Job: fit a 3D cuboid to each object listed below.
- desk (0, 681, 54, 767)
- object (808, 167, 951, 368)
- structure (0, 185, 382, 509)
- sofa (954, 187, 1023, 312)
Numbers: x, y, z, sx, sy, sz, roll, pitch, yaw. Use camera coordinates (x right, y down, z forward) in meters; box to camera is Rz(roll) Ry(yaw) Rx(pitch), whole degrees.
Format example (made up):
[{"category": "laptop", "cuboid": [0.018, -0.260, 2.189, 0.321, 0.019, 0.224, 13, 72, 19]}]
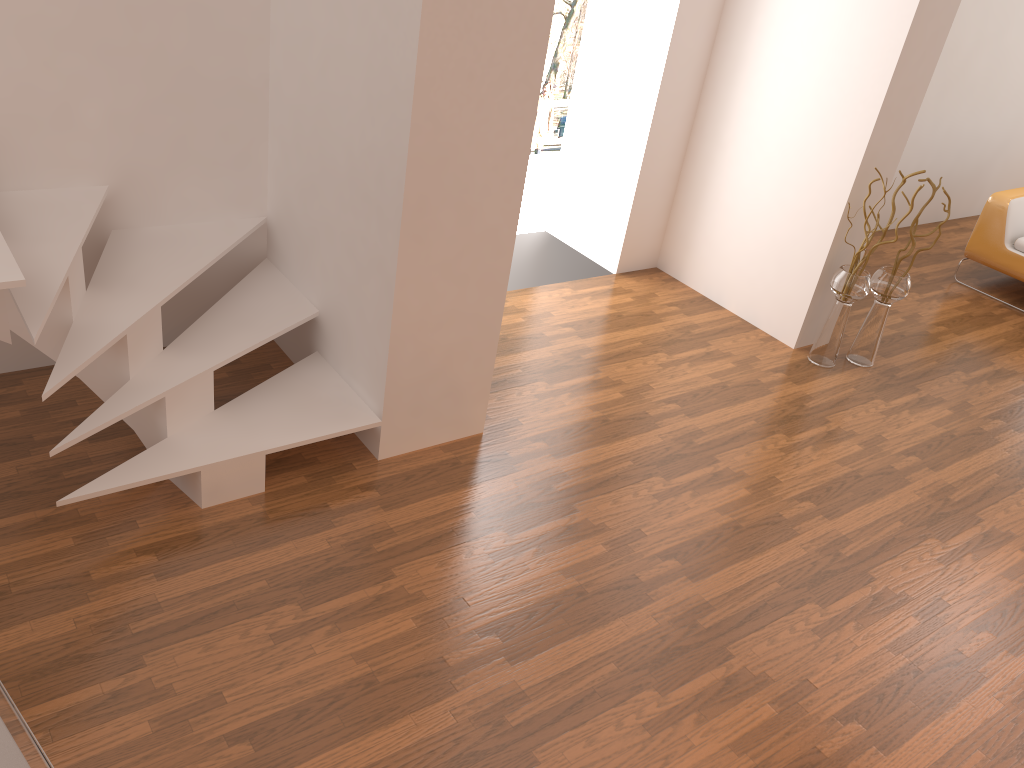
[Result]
[{"category": "desk", "cuboid": [-0.884, 1.251, 1.015, 2.239, 0.750, 1.092, 33, 37, 33]}, {"category": "object", "cuboid": [1.811, -0.588, 4.567, 0.655, 1.112, 0.284, 0, 32, -17]}, {"category": "structure", "cuboid": [-0.990, -0.069, 0.949, 3.450, 3.042, 4.630, -13, 38, -34]}, {"category": "sofa", "cuboid": [4.215, -1.031, 6.490, 2.010, 0.661, 0.825, -14, 38, -36]}]
